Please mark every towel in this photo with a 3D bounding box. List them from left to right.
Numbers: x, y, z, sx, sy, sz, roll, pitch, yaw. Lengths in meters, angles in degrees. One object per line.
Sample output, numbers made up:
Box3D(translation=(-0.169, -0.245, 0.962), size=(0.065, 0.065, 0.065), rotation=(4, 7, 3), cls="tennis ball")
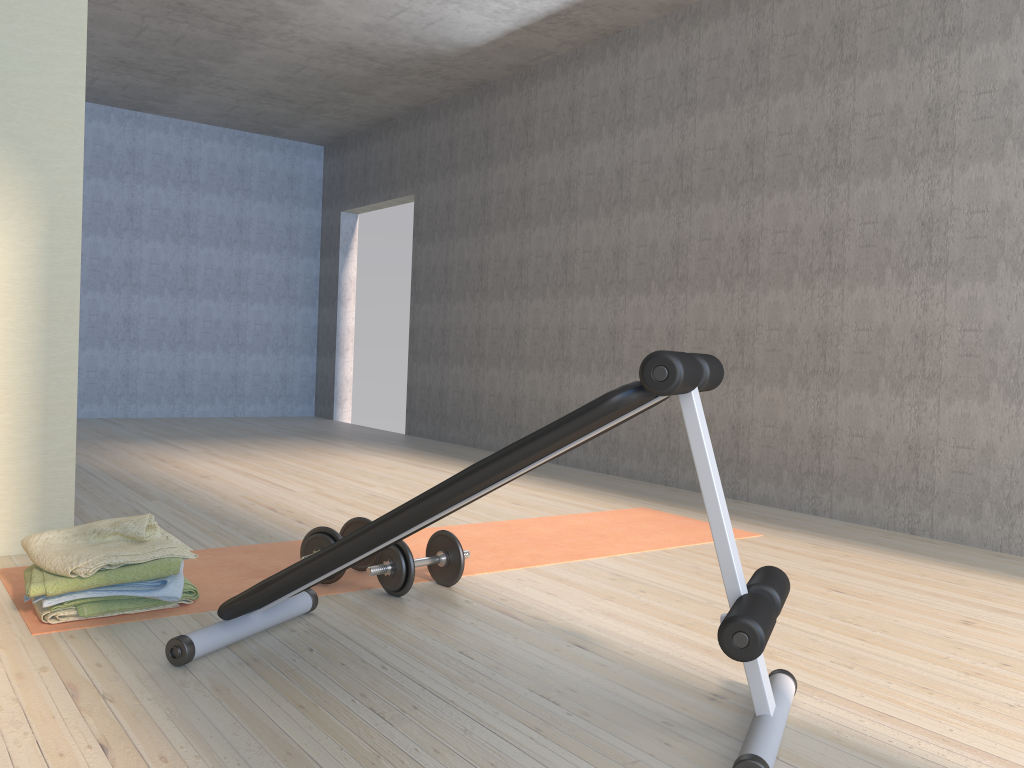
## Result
Box3D(translation=(-1.118, 0.493, 2.418), size=(0.376, 0.085, 0.371), rotation=(1, 2, -32), cls="towel")
Box3D(translation=(-1.126, 0.576, 2.462), size=(0.376, 0.044, 0.371), rotation=(1, 2, -38), cls="towel")
Box3D(translation=(-1.109, 0.438, 2.443), size=(0.373, 0.123, 0.384), rotation=(4, 2, 37), cls="towel")
Box3D(translation=(-1.105, 0.529, 2.441), size=(0.383, 0.078, 0.383), rotation=(2, 2, -20), cls="towel")
Box3D(translation=(-1.105, 0.554, 2.466), size=(0.380, 0.081, 0.367), rotation=(1, 2, -39), cls="towel")

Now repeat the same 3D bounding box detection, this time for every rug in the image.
Box3D(translation=(-0.257, 0.609, 3.261), size=(2.779, 0.002, 0.716), rotation=(1, 2, -36), cls="rug")

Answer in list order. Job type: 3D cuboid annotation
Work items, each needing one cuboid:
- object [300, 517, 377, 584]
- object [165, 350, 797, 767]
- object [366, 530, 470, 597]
Box3D(translation=(-0.530, 0.520, 2.783), size=(0.176, 0.176, 0.385), rotation=(3, 2, 25), cls="object")
Box3D(translation=(-0.063, 0.287, 1.947), size=(1.312, 0.746, 0.505), rotation=(3, 2, 23), cls="object")
Box3D(translation=(-0.278, 0.543, 2.698), size=(0.385, 0.176, 0.176), rotation=(1, 3, -45), cls="object")
